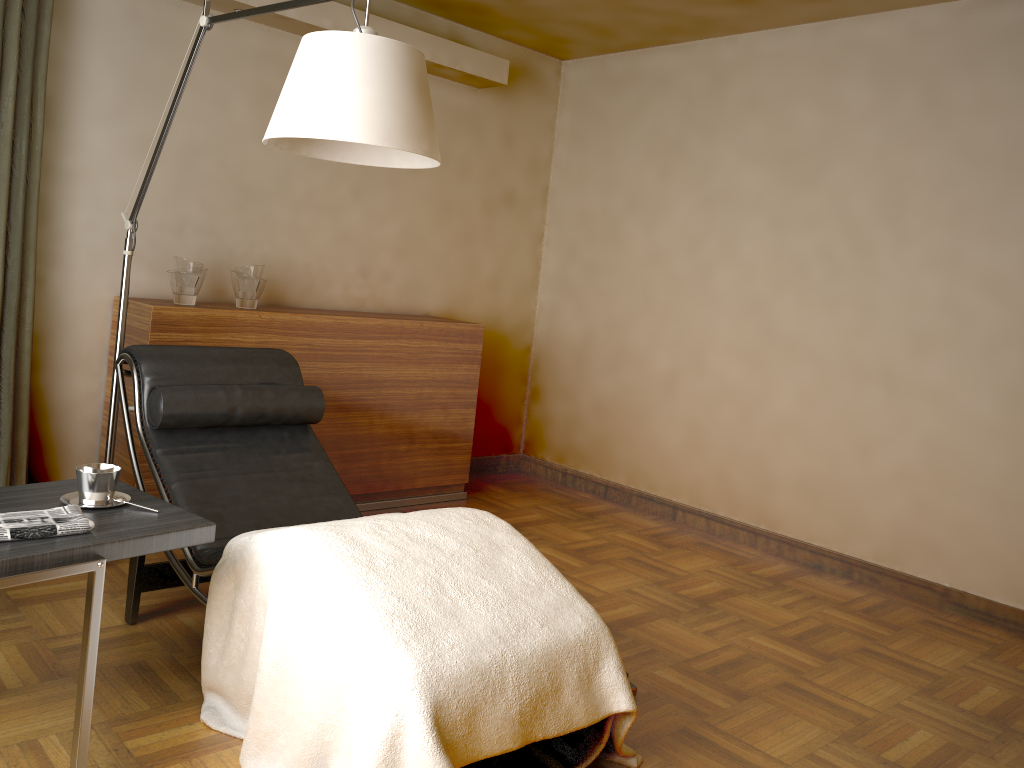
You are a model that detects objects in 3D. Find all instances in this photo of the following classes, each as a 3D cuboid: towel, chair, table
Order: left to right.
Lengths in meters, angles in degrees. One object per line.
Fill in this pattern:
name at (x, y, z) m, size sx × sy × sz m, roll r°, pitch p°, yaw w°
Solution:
towel at (-1.008, 0.288, 1.821) m, size 0.240 × 0.035 × 0.180 m, roll 1°, pitch 8°, yaw -39°
table at (-1.022, 0.304, 1.946) m, size 0.502 × 0.045 × 0.517 m, roll 11°, pitch 8°, yaw 38°
chair at (-0.565, 0.384, 2.501) m, size 0.634 × 0.794 × 1.802 m, roll 3°, pitch 6°, yaw -43°

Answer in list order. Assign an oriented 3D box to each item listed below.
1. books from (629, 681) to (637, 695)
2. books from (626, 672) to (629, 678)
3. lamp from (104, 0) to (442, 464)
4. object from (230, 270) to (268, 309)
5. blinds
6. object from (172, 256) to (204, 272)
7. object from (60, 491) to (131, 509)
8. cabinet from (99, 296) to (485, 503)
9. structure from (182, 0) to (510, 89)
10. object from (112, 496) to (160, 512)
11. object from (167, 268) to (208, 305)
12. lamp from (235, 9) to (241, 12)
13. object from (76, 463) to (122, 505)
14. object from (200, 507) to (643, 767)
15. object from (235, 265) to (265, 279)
books at (0.185, 0.851, 2.528) m, size 0.279 × 0.022 × 0.202 m, roll 2°, pitch 7°, yaw -29°
books at (0.174, 0.828, 2.538) m, size 0.264 × 0.020 × 0.190 m, roll 1°, pitch 8°, yaw -39°
lamp at (-0.756, -0.196, 2.638) m, size 0.450 × 1.960 × 1.425 m, roll 5°, pitch 3°, yaw -40°
object at (-1.126, -0.401, 3.764) m, size 0.157 × 0.154 × 0.155 m, roll 9°, pitch 5°, yaw 37°
blinds at (-1.811, -0.595, 2.499) m, size 0.224 × 2.444 × 1.538 m, roll 6°, pitch 3°, yaw 1°
object at (-1.318, -0.438, 3.580) m, size 0.123 × 0.149 × 0.122 m, roll 8°, pitch 4°, yaw 29°
object at (-0.968, 0.270, 2.054) m, size 0.149 × 0.009 × 0.151 m, roll 1°, pitch 8°, yaw -37°
cabinet at (-0.933, 0.096, 4.067) m, size 1.670 × 0.859 × 0.418 m, roll 1°, pitch 5°, yaw -43°
structure at (-0.904, -1.674, 4.060) m, size 2.174 × 0.129 × 0.275 m, roll 0°, pitch 8°, yaw -43°
object at (-0.867, 0.276, 2.037) m, size 0.124 × 0.019 × 0.029 m, roll 8°, pitch 5°, yaw 16°
object at (-1.322, -0.400, 3.581) m, size 0.155 × 0.154 × 0.156 m, roll 6°, pitch 4°, yaw 4°
lamp at (-1.161, -1.618, 3.813) m, size 1.155 × 0.028 × 0.050 m, roll 0°, pitch 8°, yaw -43°
object at (-0.968, 0.233, 2.058) m, size 0.097 × 0.078 × 0.111 m, roll 2°, pitch 6°, yaw -42°
object at (-0.235, 0.615, 2.107) m, size 0.915 × 0.518 × 0.915 m, roll 1°, pitch 7°, yaw -43°
object at (-1.122, -0.439, 3.763) m, size 0.123 × 0.149 × 0.122 m, roll 8°, pitch 4°, yaw 26°
